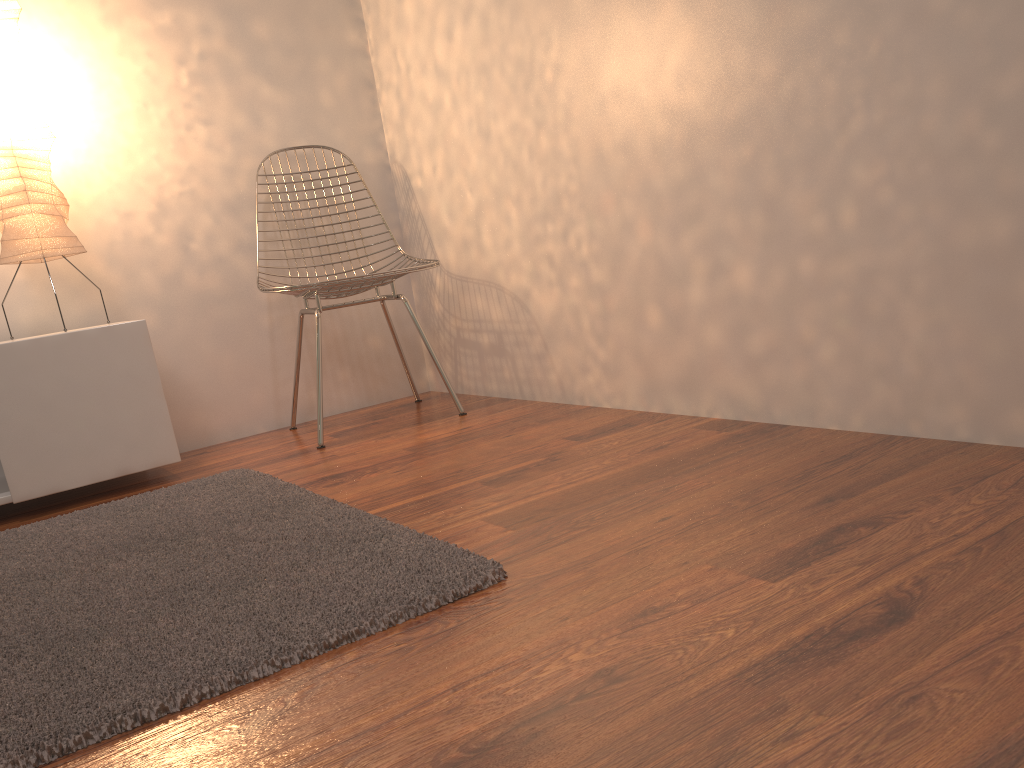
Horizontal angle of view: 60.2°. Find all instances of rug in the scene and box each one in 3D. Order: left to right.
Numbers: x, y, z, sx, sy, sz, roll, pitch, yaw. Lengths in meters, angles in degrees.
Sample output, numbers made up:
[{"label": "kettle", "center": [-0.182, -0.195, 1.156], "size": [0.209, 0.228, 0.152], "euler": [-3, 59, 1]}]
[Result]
[{"label": "rug", "center": [-1.208, 0.482, 1.331], "size": [2.040, 0.009, 1.275], "euler": [-15, 10, -31]}]

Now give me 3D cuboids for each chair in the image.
[{"label": "chair", "center": [-0.523, -0.319, 2.767], "size": [0.538, 0.920, 0.555], "euler": [-14, 13, -22]}]

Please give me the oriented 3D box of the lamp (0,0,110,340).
[{"label": "lamp", "center": [-1.344, -0.685, 2.339], "size": [0.272, 1.121, 0.254], "euler": [-6, 14, 12]}]

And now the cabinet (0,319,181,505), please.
[{"label": "cabinet", "center": [-1.795, 0.206, 2.079], "size": [1.804, 0.399, 0.400], "euler": [-15, 12, -31]}]
